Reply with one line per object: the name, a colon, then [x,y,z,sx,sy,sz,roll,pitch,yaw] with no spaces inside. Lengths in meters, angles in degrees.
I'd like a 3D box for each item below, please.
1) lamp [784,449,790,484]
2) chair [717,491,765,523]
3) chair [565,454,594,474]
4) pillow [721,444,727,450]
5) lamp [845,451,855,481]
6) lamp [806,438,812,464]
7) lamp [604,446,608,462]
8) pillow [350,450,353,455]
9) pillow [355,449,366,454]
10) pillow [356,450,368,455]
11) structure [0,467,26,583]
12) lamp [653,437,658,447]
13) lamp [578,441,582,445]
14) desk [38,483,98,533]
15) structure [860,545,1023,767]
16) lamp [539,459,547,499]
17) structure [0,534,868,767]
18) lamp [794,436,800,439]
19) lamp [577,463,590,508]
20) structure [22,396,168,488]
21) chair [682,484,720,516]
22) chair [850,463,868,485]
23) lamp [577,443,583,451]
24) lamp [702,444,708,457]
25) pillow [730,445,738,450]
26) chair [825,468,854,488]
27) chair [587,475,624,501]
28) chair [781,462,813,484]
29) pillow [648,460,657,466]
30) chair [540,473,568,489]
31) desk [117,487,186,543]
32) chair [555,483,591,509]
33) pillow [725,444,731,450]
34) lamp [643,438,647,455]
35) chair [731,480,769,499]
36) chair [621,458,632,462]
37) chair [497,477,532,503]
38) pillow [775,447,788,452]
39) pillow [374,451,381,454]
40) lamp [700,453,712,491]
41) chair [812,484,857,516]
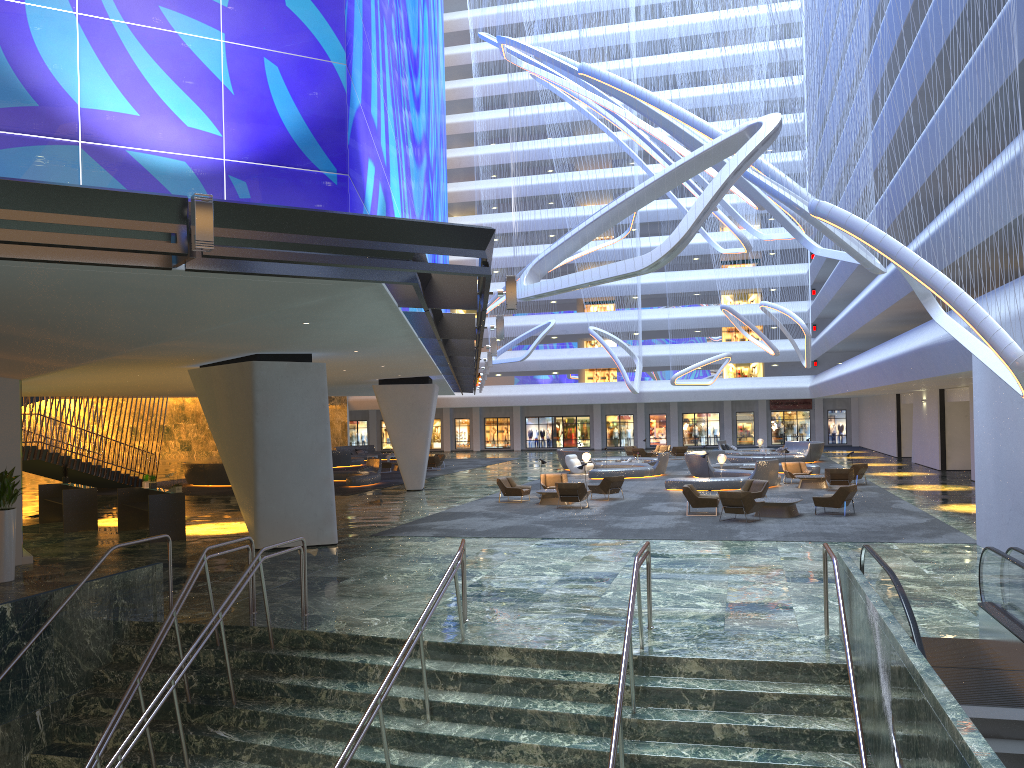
lamp: [10.028,3.001,32.382,0.202,1.300,0.384,-1,0,31]
chair: [5.598,2.989,21.782,0.930,0.766,0.938,-2,-2,41]
chair: [3.077,3.657,40.343,1.157,0.882,0.729,-2,-1,34]
pillow: [12.517,3.706,52.179,0.295,0.369,0.769,-2,-2,27]
lamp: [11.091,2.856,29.043,0.384,1.300,0.202,-1,0,32]
lamp: [14.795,3.316,44.144,0.202,1.300,0.384,-1,0,-26]
lamp: [4.129,3.367,38.809,0.202,1.300,0.384,-1,0,-10]
pillow: [-10.659,4.425,57.529,0.315,0.386,0.785,-2,-2,31]
pillow: [-9.936,4.438,58.270,0.774,0.366,0.317,0,-1,-34]
pillow: [-9.868,4.474,58.085,0.692,0.262,0.877,-1,-2,5]
structure: [-9.102,2.468,15.702,1.022,2.051,0.773,-1,0,-7]
lamp: [8.489,3.767,52.663,0.384,1.300,0.202,-1,0,-24]
lamp: [3.571,3.661,46.624,0.202,1.300,0.384,-1,0,-32]
desk: [-12.016,3.305,23.934,0.813,1.097,2.979,-1,-2,-39]
structure: [3.344,5.708,1.009,3.017,8.237,19.835,-1,-2,15]
lamp: [1.000,3.082,28.925,0.202,1.300,0.384,-1,0,31]
structure: [-2.990,5.928,2.203,9.306,8.397,19.739,-2,-2,15]
lamp: [15.540,3.443,48.134,0.384,1.300,0.202,-1,0,14]
lamp: [2.063,2.937,25.586,0.384,1.300,0.202,-1,0,32]
structure: [-21.040,1.753,38.233,11.984,6.246,16.494,-2,-2,14]
chair: [5.001,3.060,23.393,0.939,0.766,0.929,-2,-1,17]
chair: [12.033,3.188,31.389,0.929,0.766,0.939,0,-2,-42]
lamp: [3.399,3.578,44.216,0.384,1.300,0.202,-1,0,8]
lamp: [8.382,3.253,38.346,0.384,1.300,0.202,-1,0,32]
pillow: [13.003,3.770,52.390,0.684,0.280,0.874,0,-2,-38]
chair: [10.782,3.137,29.182,0.929,0.766,0.939,-2,-1,21]
chair: [3.005,3.269,27.933,0.929,0.766,0.939,0,-2,-42]
chair: [10.423,3.266,32.514,0.929,0.766,0.939,-1,-1,-2]
pillow: [6.295,3.392,38.299,0.692,0.262,0.877,-2,-2,23]
chair: [1.396,3.347,29.058,0.929,0.766,0.939,-1,-1,-2]
desk: [-8.854,3.152,21.681,0.813,1.097,2.979,-1,-2,-37]
chair: [1.755,3.218,25.726,0.929,0.766,0.939,-2,-1,21]
pillow: [12.727,3.677,52.160,0.315,0.386,0.785,-2,-2,30]
lamp: [7.435,3.670,49.321,0.202,1.300,0.384,-1,0,-23]
chair: [6.579,3.067,24.564,0.938,0.766,0.930,-1,-1,-24]
chair: [5.187,3.930,43.972,1.784,0.501,0.586,-1,-1,-21]
chair: [0.056,3.338,27.982,0.939,0.766,0.929,-2,-1,23]
pillow: [14.682,3.560,48.252,0.692,0.262,0.878,-1,-2,-23]
pillow: [-8.887,4.531,58.529,0.443,0.207,0.445,-1,-2,1]
lamp: [6.630,3.002,30.284,0.384,1.300,0.202,-1,0,32]
chair: [8.275,2.960,22.679,0.939,0.766,0.929,-2,-2,39]
